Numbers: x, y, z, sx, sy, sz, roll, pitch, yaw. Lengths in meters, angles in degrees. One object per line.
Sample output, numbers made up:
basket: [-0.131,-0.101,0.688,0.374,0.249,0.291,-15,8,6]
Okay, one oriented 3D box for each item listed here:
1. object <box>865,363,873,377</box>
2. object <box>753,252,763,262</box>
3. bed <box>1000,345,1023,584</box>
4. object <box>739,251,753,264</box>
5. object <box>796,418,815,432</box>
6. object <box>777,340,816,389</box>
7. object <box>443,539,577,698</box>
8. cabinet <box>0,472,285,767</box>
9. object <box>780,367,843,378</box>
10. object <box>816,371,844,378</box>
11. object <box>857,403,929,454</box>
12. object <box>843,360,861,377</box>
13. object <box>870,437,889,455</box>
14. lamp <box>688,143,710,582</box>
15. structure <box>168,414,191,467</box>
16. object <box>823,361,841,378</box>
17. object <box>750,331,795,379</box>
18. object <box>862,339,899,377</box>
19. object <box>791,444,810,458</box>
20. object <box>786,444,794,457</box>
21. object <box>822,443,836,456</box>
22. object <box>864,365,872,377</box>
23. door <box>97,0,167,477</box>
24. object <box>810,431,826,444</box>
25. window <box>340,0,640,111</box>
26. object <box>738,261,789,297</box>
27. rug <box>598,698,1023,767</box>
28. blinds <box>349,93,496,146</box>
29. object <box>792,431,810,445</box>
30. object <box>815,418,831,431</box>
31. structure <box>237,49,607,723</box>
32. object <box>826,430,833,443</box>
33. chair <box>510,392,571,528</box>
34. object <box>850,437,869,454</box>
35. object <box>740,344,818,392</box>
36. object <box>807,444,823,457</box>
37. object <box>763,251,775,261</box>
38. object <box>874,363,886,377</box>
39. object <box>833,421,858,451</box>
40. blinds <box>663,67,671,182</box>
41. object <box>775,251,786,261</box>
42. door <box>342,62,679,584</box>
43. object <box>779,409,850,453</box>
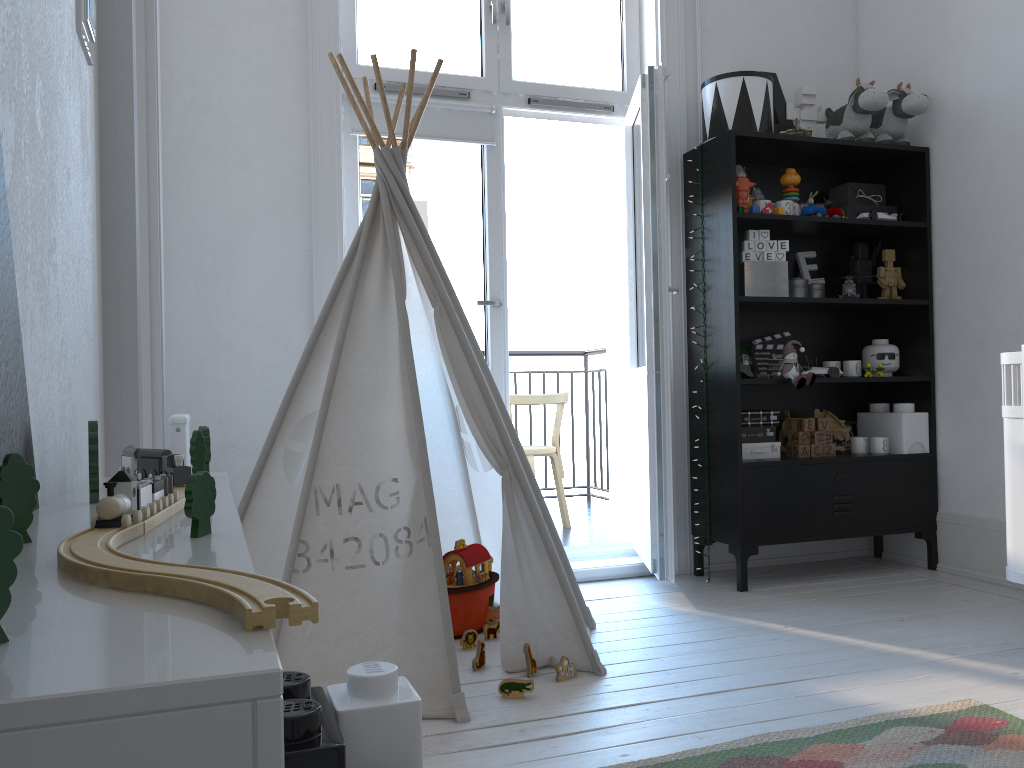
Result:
object: [1.396,-0.053,3.467,0.031,0.054,0.042,-2,-1,31]
object: [0.919,-0.476,3.348,0.040,0.040,0.040,-1,-1,-14]
bed: [1.868,0.295,1.897,0.670,0.832,1.404,-1,-1,-19]
object: [0.881,-0.476,3.337,0.040,0.040,0.040,-1,-1,-4]
object: [1.138,0.159,3.435,0.050,0.050,0.050,-1,-1,-19]
object: [1.057,-0.073,3.292,0.110,0.186,0.129,-1,-1,-32]
object: [-0.066,0.619,2.537,0.385,0.283,0.856,-1,-1,-27]
cabinet: [-0.321,0.340,0.744,0.183,0.454,0.970,-1,-1,-19]
object: [1.167,-0.045,3.453,0.230,0.048,0.098,-1,-1,6]
object: [1.336,-0.039,3.669,0.163,0.034,0.069,-1,-1,-19]
object: [1.547,0.177,3.611,0.132,0.199,0.267,-1,-1,-19]
object: [1.345,-0.058,3.506,0.067,0.067,0.067,-1,-1,-5]
object: [1.446,0.243,3.490,0.067,0.067,0.067,-1,-1,-5]
lamp: [1.142,-0.091,3.568,0.985,1.684,0.095,-1,0,-21]
structure: [-0.991,0.321,2.652,0.075,0.460,0.635,-1,-1,-22]
object: [1.273,-0.056,3.531,0.067,0.067,0.067,-1,-1,-5]
object: [1.055,-0.115,3.574,0.201,0.199,0.048,-1,0,-19]
object: [1.503,-0.101,3.615,0.139,0.162,0.139,-1,-1,-44]
object: [1.110,0.258,3.411,0.050,0.050,0.050,-1,-1,-19]
object: [1.107,0.259,3.468,0.050,0.050,0.050,-1,-1,-19]
object: [1.229,0.256,3.452,0.050,0.050,0.050,-1,-1,11]
object: [1.419,-0.053,3.531,0.042,0.054,0.031,-1,-1,-19]
door: [-1.005,-0.310,2.002,0.505,2.177,1.465,-1,-1,-34]
object: [1.180,0.207,3.436,0.050,0.050,0.050,-1,-1,-19]
window: [-0.059,-1.452,3.486,1.263,0.660,0.101,-1,0,-19]
object: [0.947,-0.389,3.377,0.170,0.138,0.124,-1,-1,-4]
rug: [0.760,0.711,0.865,1.320,0.016,2.029,-1,-1,-19]
blinds: [-0.332,-1.003,3.365,0.565,0.158,0.032,-1,0,-19]
object: [1.119,0.209,3.436,0.050,0.050,0.050,-1,-1,-19]
object: [1.212,0.157,3.463,0.050,0.050,0.050,-1,-1,1]
structure: [-0.337,-0.100,2.548,1.143,1.749,1.143,-1,-1,-43]
object: [1.222,0.207,3.479,0.050,0.050,0.050,-1,-1,-19]
chair: [0.046,0.404,4.582,0.436,0.715,0.498,-1,-1,26]
object: [1.381,0.245,3.526,0.067,0.067,0.067,-1,-1,-5]
object: [1.008,-0.082,3.585,0.542,0.239,0.093,-1,-1,-18]
object: [1.166,0.257,3.430,0.050,0.050,0.050,-1,-1,-14]
object: [0.964,-0.477,3.343,0.040,0.040,0.040,-1,-1,-4]
object: [1.457,-0.054,3.513,0.042,0.054,0.031,-1,-1,26]
object: [1.319,0.221,3.719,0.347,0.120,0.034,-1,0,-19]
blinds: [0.547,-0.905,3.366,0.032,0.390,0.565,-1,-1,1]
object: [1.010,-0.478,3.346,0.040,0.040,0.040,-1,-1,11]
door: [0.039,-0.208,3.240,1.263,1.838,0.637,-1,0,-17]
object: [1.203,0.193,3.585,0.337,0.186,0.111,-1,-1,-4]
